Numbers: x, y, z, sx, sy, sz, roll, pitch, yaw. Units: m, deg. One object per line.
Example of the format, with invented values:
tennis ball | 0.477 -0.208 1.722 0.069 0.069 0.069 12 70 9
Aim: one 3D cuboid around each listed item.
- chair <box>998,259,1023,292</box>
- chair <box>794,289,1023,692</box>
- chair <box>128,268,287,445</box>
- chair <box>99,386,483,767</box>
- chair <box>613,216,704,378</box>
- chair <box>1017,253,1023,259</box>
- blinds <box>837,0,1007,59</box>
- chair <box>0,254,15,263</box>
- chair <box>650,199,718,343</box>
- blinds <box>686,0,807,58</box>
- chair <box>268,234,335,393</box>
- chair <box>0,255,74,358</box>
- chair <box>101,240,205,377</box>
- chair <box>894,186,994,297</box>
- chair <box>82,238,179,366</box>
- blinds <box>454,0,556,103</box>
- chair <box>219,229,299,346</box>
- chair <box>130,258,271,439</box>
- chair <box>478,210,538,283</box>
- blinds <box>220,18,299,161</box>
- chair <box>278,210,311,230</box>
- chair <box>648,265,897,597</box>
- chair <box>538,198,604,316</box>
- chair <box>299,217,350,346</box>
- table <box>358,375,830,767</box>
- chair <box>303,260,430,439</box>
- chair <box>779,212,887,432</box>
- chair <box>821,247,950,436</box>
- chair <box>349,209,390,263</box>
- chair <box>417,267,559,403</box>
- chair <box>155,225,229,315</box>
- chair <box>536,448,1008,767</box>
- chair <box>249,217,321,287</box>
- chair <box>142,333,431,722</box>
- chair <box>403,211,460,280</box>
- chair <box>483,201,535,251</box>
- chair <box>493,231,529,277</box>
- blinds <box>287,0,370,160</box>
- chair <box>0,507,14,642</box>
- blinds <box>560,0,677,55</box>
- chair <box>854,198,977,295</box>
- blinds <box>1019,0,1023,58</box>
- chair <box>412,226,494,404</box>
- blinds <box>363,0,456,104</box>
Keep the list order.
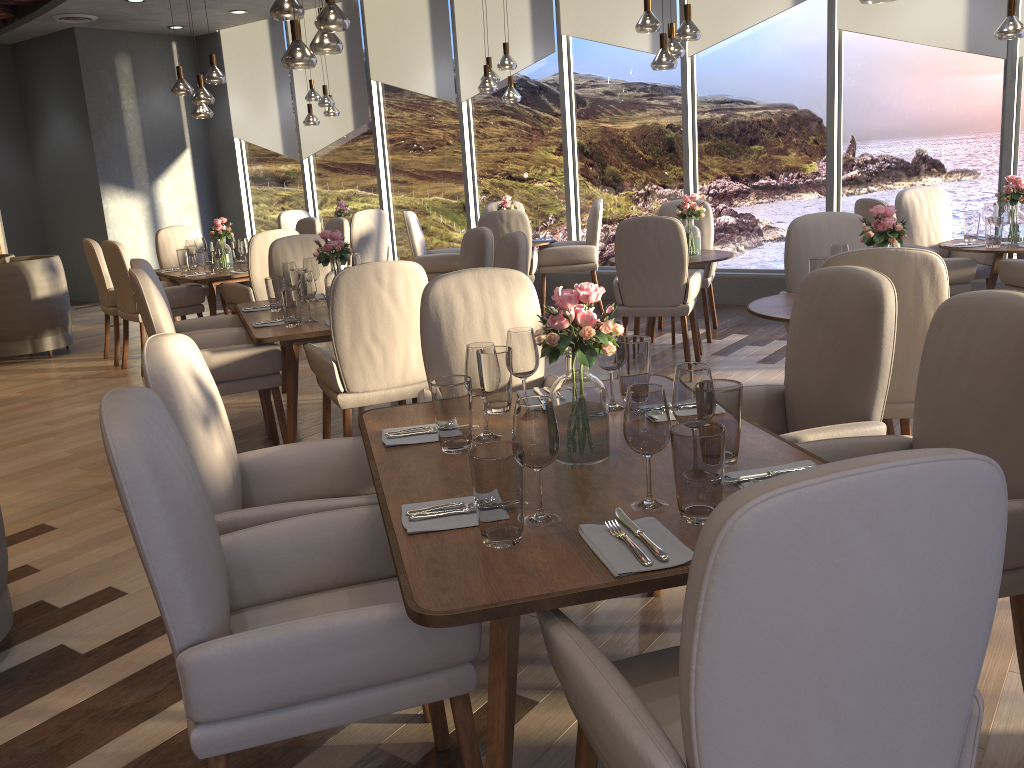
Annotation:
chair | 3.159 -0.589 5.004 0.528 0.993 0.603 -6 13 -9
chair | 0.867 0.311 2.010 0.600 0.993 0.531 -6 13 -10
chair | -1.431 -0.085 4.229 0.601 0.993 0.531 -10 14 -24
chair | -0.400 0.466 1.734 0.600 0.993 0.531 -8 13 -17
chair | 0.908 -0.562 5.509 0.528 0.993 0.604 0 13 18
chair | 3.636 -0.778 5.638 0.600 0.993 0.532 -5 13 -6
blinds | 2.923 -3.639 6.310 1.175 2.663 0.007 5 15 36
chair | -4.840 -0.742 8.131 0.774 0.832 0.599 -6 13 -8
chair | 1.267 -0.853 6.583 0.528 0.993 0.604 0 13 17
blinds | 1.893 -4.039 6.975 1.175 2.663 0.007 5 15 36
chair | -1.230 -0.405 5.462 0.529 0.993 0.603 -8 13 -17
chair | -4.102 -0.652 7.567 0.595 0.832 0.779 -5 13 -3
chair | -2.703 -0.621 6.732 0.602 0.993 0.530 -15 17 -40
chair | 2.975 -0.855 6.128 0.528 0.993 0.603 -6 13 -10
chair | -3.062 -0.705 7.169 0.601 0.993 0.530 -12 15 -33
blinds | -0.130 -4.124 8.468 1.175 2.663 0.007 5 15 36
chair | -1.842 -0.666 6.679 0.530 0.993 0.601 -14 16 -38
chair | -1.647 -0.199 4.747 0.600 0.993 0.531 -8 13 -17
chair | -0.044 -0.949 7.328 0.528 0.993 0.604 -4 13 0
blinds | -3.134 -4.039 10.743 1.175 2.663 0.007 5 15 36
chair | -2.295 -1.465 10.014 0.530 0.993 0.601 -14 16 -39
chair | 0.740 0.186 2.550 0.600 0.993 0.531 -7 13 -15
chair | 0.528 -1.125 7.880 0.599 0.993 0.532 -3 13 3
chair | -1.660 -0.882 7.499 0.601 0.993 0.530 -12 15 -33
table | 0.181 0.488 2.168 0.965 0.661 1.315 -7 14 -12
chair | -0.613 -0.068 3.938 0.529 0.993 0.603 -9 14 -22
chair | 1.590 -0.328 4.383 0.528 0.993 0.604 -1 13 13
chair | 1.316 -0.036 3.284 0.528 0.993 0.604 -1 13 13
chair | -1.560 -1.294 9.127 0.530 0.993 0.601 -14 16 -38
chair | -0.042 0.144 2.931 0.528 0.993 0.603 -6 13 -10
chair | -2.877 -0.918 7.975 0.530 0.993 0.602 -12 15 -33
chair | 0.366 0.507 1.358 0.529 0.993 0.603 -7 13 -15
chair | -2.000 -0.970 7.945 0.602 0.993 0.530 -14 16 -38
chair | -0.549 0.342 2.274 0.600 0.993 0.531 -6 13 -10
chair | -0.628 -1.067 7.961 0.599 0.993 0.532 -3 13 2
chair | -0.047 -1.231 8.463 0.528 0.993 0.604 -4 13 -1
chair | -0.201 -0.276 4.662 0.600 0.993 0.531 -8 13 -17
blinds | -2.123 -3.927 10.014 1.175 2.663 0.007 5 15 36
chair | -1.803 0.442 2.542 0.597 0.832 0.777 -12 15 -33
blinds | 0.870 -4.152 7.711 1.175 2.663 0.007 5 15 36
chair | 2.483 -0.676 5.541 0.600 0.993 0.532 -5 13 -6
blinds | 3.934 -3.527 5.583 1.175 2.663 0.007 5 15 36
chair | -0.396 -0.392 5.183 0.601 0.993 0.531 -9 14 -22
blinds | -1.140 -4.237 9.195 1.175 2.663 0.007 5 15 36
